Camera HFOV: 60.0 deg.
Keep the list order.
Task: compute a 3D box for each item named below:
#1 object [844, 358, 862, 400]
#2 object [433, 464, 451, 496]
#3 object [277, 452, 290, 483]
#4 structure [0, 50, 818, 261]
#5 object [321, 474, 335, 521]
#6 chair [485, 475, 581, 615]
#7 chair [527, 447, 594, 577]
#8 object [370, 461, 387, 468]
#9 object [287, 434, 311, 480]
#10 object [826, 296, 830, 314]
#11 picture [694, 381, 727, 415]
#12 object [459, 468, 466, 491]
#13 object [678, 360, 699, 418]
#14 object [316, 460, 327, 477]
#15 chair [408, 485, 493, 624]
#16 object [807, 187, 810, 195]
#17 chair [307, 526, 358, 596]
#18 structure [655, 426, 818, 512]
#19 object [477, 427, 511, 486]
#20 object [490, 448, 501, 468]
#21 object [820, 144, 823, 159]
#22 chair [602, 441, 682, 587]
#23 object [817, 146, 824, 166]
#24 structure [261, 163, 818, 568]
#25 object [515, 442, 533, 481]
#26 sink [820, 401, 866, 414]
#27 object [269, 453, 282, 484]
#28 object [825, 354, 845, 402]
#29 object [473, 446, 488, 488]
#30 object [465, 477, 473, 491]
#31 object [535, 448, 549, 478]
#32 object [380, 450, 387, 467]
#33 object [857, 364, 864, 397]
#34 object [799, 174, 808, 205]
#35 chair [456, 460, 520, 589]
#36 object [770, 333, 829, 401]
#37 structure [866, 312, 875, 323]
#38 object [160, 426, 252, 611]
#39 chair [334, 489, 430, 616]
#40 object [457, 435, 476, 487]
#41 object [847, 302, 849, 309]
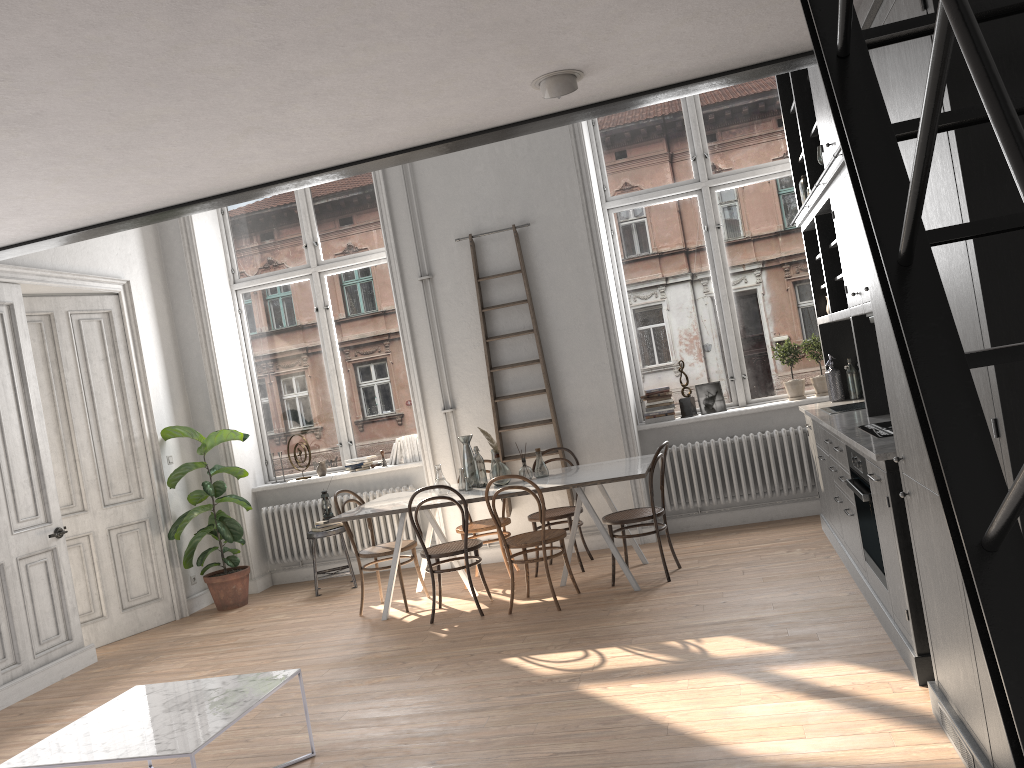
[{"bbox_3d":[2.468,-0.039,6.428,0.086,0.301,0.086,-10,0,-1],"label":"object"},{"bbox_3d":[-0.519,0.695,6.427,0.132,0.219,0.132,-10,0,2],"label":"object"},{"bbox_3d":[-2.167,0.784,8.364,0.095,0.289,0.095,-10,0,35],"label":"object"},{"bbox_3d":[-1.656,-1.311,1.769,5.929,1.213,4.156,-10,0,13],"label":"structure"},{"bbox_3d":[-1.607,0.988,7.749,0.163,0.383,0.154,-10,0,-14],"label":"object"},{"bbox_3d":[0.124,1.019,5.904,0.438,0.920,0.549,-10,0,24],"label":"chair"},{"bbox_3d":[0.351,0.981,6.933,0.438,0.920,0.549,-10,0,20],"label":"chair"},{"bbox_3d":[-1.238,0.743,8.191,0.153,0.048,0.088,-10,0,-37],"label":"object"},{"bbox_3d":[-1.992,0.684,8.341,0.087,0.425,0.348,-10,0,-45],"label":"object"},{"bbox_3d":[2.349,-0.577,6.451,0.127,0.144,0.115,-10,0,-8],"label":"object"},{"bbox_3d":[1.681,0.123,7.550,0.221,0.264,0.149,-10,0,-4],"label":"picture"},{"bbox_3d":[-0.362,0.699,6.523,0.083,0.158,0.083,-10,0,9],"label":"object"},{"bbox_3d":[1.471,0.038,7.550,0.122,0.488,0.102,-10,0,37],"label":"object"},{"bbox_3d":[-1.784,0.791,8.295,0.100,0.142,0.102,-10,0,-12],"label":"object"},{"bbox_3d":[-0.430,1.116,6.070,0.438,0.920,0.549,-10,0,8],"label":"chair"},{"bbox_3d":[2.166,-1.363,6.326,0.114,0.155,0.114,-10,0,16],"label":"object"},{"bbox_3d":[-1.571,1.517,7.698,0.364,0.523,0.360,-10,0,-14],"label":"chair"},{"bbox_3d":[1.967,0.678,7.302,1.578,0.552,0.194,-10,0,13],"label":"structure"},{"bbox_3d":[-0.108,0.508,6.367,0.157,0.446,0.156,-10,0,31],"label":"object"},{"bbox_3d":[-0.112,0.606,6.537,0.098,0.255,0.100,-10,0,-10],"label":"object"},{"bbox_3d":[1.905,-1.353,5.333,0.083,0.221,0.083,-10,0,-31],"label":"object"},{"bbox_3d":[0.889,0.886,6.159,0.549,0.920,0.437,-10,0,25],"label":"chair"},{"bbox_3d":[1.932,-1.358,5.461,0.083,0.221,0.083,-10,0,44],"label":"object"},{"bbox_3d":[-0.120,-0.739,7.631,5.183,4.474,0.340,-10,0,13],"label":"structure"},{"bbox_3d":[0.085,0.557,6.406,0.107,0.283,0.106,-10,0,8],"label":"object"},{"bbox_3d":[2.309,0.105,5.809,0.514,0.505,0.526,-10,0,13],"label":"sink"},{"bbox_3d":[-2.267,0.801,8.446,0.095,0.289,0.095,-10,0,44],"label":"object"},{"bbox_3d":[2.364,-0.048,6.517,0.109,0.349,0.109,-10,0,-6],"label":"object"},{"bbox_3d":[-0.241,0.605,6.492,0.086,0.301,0.086,-10,0,-1],"label":"object"},{"bbox_3d":[-0.319,0.724,6.417,0.058,0.094,0.058,-10,0,41],"label":"object"},{"bbox_3d":[0.204,0.573,6.458,0.101,0.212,0.101,-10,0,-38],"label":"object"},{"bbox_3d":[-1.177,0.680,8.117,0.048,0.153,0.088,-10,0,-17],"label":"object"},{"bbox_3d":[2.577,-0.058,6.483,0.086,0.301,0.086,-10,0,27],"label":"object"},{"bbox_3d":[2.172,-1.406,6.469,0.118,0.238,0.118,-10,0,-2],"label":"object"},{"bbox_3d":[-0.217,1.080,6.984,0.438,0.920,0.549,-10,0,11],"label":"chair"},{"bbox_3d":[2.415,-0.144,7.333,0.500,0.524,0.234,-10,0,2],"label":"object"},{"bbox_3d":[1.971,-0.397,4.277,0.379,0.123,0.843,-10,0,13],"label":"structure"},{"bbox_3d":[-0.197,0.607,6.877,5.829,1.842,0.791,-10,0,18],"label":"object"},{"bbox_3d":[-0.977,1.212,6.617,0.549,0.920,0.437,-10,0,21],"label":"chair"},{"bbox_3d":[-0.317,0.577,6.623,0.116,0.383,0.116,-10,0,24],"label":"object"},{"bbox_3d":[2.122,-0.496,5.491,0.088,0.059,0.104,-10,0,1],"label":"object"}]
